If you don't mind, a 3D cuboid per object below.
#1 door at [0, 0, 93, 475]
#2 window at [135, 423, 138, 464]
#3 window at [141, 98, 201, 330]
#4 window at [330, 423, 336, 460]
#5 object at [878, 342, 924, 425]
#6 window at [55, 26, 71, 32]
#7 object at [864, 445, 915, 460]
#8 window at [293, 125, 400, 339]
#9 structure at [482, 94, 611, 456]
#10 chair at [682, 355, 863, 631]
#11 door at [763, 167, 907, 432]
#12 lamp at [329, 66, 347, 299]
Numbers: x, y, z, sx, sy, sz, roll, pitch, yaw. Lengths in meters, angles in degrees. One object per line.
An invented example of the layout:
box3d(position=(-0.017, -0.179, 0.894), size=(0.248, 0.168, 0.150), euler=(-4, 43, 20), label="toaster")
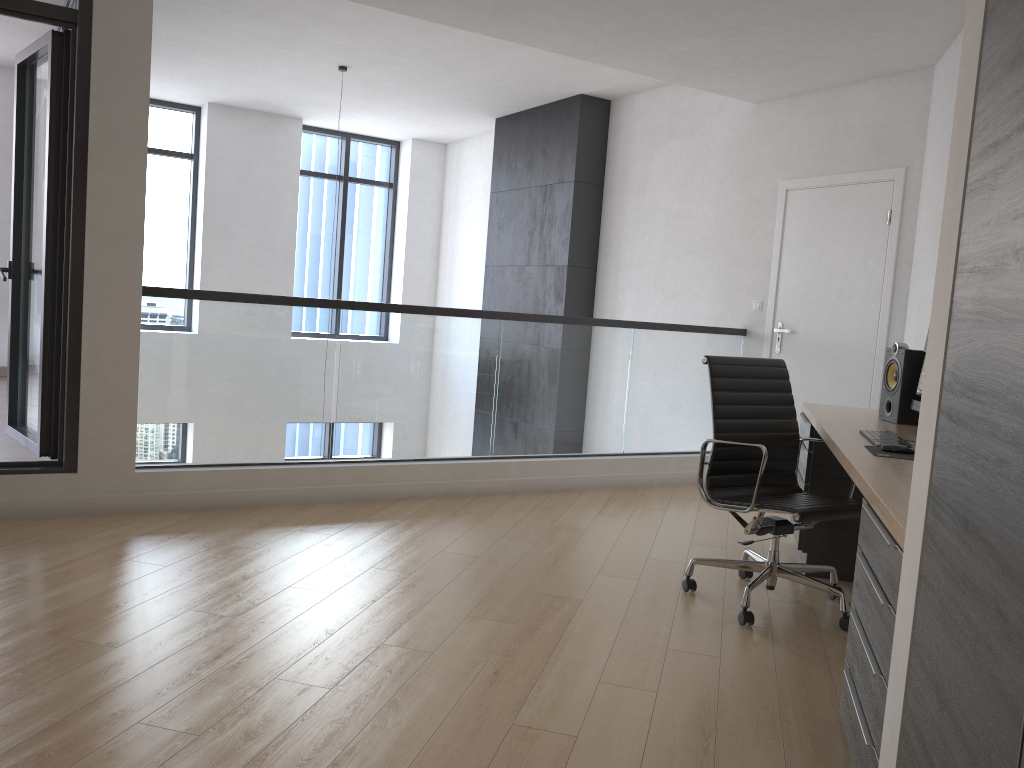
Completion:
box3d(position=(-2.582, -0.884, 4.248), size=(0.905, 2.500, 0.924), euler=(1, 6, -31), label="door")
box3d(position=(-4.253, 1.545, 9.583), size=(1.310, 2.402, 0.170), euler=(1, 6, -31), label="window")
box3d(position=(-4.002, -1.782, 9.294), size=(1.310, 2.402, 0.170), euler=(1, 6, -31), label="window")
box3d(position=(-2.280, 1.591, 10.762), size=(1.310, 2.402, 0.170), euler=(1, 6, -31), label="window")
box3d(position=(1.803, 0.000, 3.940), size=(0.249, 0.354, 0.198), euler=(4, 5, -1), label="object")
box3d(position=(-3.186, -1.469, 6.396), size=(0.170, 2.402, 5.002), euler=(1, 6, -31), label="window")
box3d(position=(1.271, 0.228, 2.896), size=(0.200, 0.002, 0.250), euler=(6, 5, 14), label="object")
box3d(position=(-2.029, -1.736, 10.473), size=(1.310, 2.402, 0.170), euler=(1, 6, -31), label="window")
box3d(position=(-0.057, 0.571, 8.524), size=(0.722, 6.351, 1.500), euler=(1, 6, -31), label="structure")
box3d(position=(1.124, 0.410, 3.601), size=(0.664, 0.991, 0.699), euler=(2, 5, -25), label="chair")
box3d(position=(2.019, -0.284, 5.782), size=(0.085, 2.136, 0.974), euler=(1, 6, -31), label="door")
box3d(position=(-1.569, -0.382, 7.535), size=(1.000, 4.513, 1.000), euler=(2, 6, -29), label="lamp")
